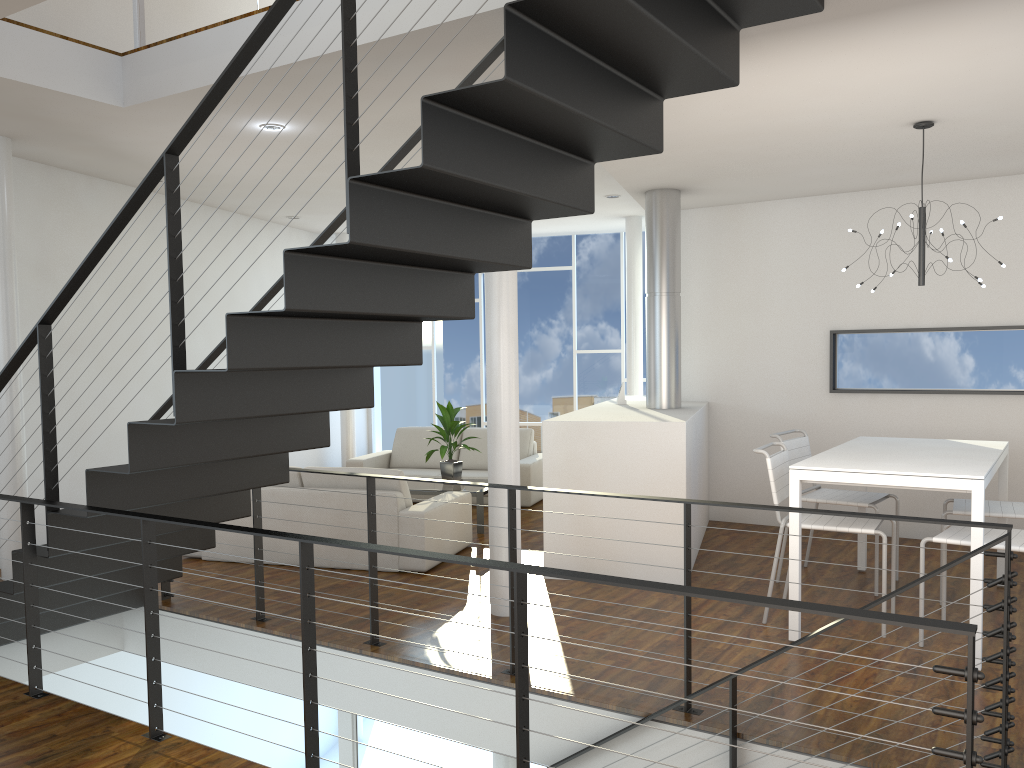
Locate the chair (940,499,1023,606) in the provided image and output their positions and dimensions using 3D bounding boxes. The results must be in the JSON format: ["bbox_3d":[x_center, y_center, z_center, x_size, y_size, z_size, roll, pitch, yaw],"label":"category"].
[{"bbox_3d":[2.320,0.643,4.148,0.555,0.766,0.427,1,3,27],"label":"chair"}]

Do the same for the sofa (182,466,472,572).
[{"bbox_3d":[-1.126,0.746,5.444,1.610,0.566,0.801,0,2,17],"label":"sofa"}]

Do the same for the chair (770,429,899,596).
[{"bbox_3d":[1.663,0.638,4.589,0.555,0.766,0.427,1,4,38],"label":"chair"}]

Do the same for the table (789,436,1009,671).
[{"bbox_3d":[1.800,0.669,4.017,0.700,0.721,1.399,1,3,32],"label":"table"}]

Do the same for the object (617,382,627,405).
[{"bbox_3d":[0.751,0.064,6.084,0.061,0.151,0.100,-1,3,3],"label":"object"}]

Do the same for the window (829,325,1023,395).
[{"bbox_3d":[2.972,-0.143,5.315,2.023,0.408,0.165,0,3,32],"label":"window"}]

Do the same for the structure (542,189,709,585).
[{"bbox_3d":[0.894,-0.109,5.883,0.750,2.209,2.746,0,3,16],"label":"structure"}]

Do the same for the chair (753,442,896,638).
[{"bbox_3d":[1.392,0.663,3.950,0.555,0.766,0.427,1,3,29],"label":"chair"}]

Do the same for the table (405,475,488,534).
[{"bbox_3d":[-0.857,0.853,6.473,1.608,0.285,0.660,0,2,17],"label":"table"}]

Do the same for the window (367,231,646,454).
[{"bbox_3d":[0.023,-1.901,9.209,3.415,5.643,0.090,0,4,16],"label":"window"}]

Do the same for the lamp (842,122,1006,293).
[{"bbox_3d":[1.838,-0.795,3.963,0.589,0.727,0.618,-3,3,-36],"label":"lamp"}]

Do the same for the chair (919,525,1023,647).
[{"bbox_3d":[1.962,0.669,3.514,0.555,0.766,0.427,1,4,39],"label":"chair"}]

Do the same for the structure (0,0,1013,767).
[{"bbox_3d":[-0.380,0.633,2.931,4.360,6.306,1.092,1,4,32],"label":"structure"}]

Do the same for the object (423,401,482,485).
[{"bbox_3d":[-0.423,0.409,6.270,0.432,0.602,0.457,-1,3,2],"label":"object"}]

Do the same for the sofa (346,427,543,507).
[{"bbox_3d":[-0.508,0.669,7.486,1.610,0.566,0.801,0,2,18],"label":"sofa"}]
